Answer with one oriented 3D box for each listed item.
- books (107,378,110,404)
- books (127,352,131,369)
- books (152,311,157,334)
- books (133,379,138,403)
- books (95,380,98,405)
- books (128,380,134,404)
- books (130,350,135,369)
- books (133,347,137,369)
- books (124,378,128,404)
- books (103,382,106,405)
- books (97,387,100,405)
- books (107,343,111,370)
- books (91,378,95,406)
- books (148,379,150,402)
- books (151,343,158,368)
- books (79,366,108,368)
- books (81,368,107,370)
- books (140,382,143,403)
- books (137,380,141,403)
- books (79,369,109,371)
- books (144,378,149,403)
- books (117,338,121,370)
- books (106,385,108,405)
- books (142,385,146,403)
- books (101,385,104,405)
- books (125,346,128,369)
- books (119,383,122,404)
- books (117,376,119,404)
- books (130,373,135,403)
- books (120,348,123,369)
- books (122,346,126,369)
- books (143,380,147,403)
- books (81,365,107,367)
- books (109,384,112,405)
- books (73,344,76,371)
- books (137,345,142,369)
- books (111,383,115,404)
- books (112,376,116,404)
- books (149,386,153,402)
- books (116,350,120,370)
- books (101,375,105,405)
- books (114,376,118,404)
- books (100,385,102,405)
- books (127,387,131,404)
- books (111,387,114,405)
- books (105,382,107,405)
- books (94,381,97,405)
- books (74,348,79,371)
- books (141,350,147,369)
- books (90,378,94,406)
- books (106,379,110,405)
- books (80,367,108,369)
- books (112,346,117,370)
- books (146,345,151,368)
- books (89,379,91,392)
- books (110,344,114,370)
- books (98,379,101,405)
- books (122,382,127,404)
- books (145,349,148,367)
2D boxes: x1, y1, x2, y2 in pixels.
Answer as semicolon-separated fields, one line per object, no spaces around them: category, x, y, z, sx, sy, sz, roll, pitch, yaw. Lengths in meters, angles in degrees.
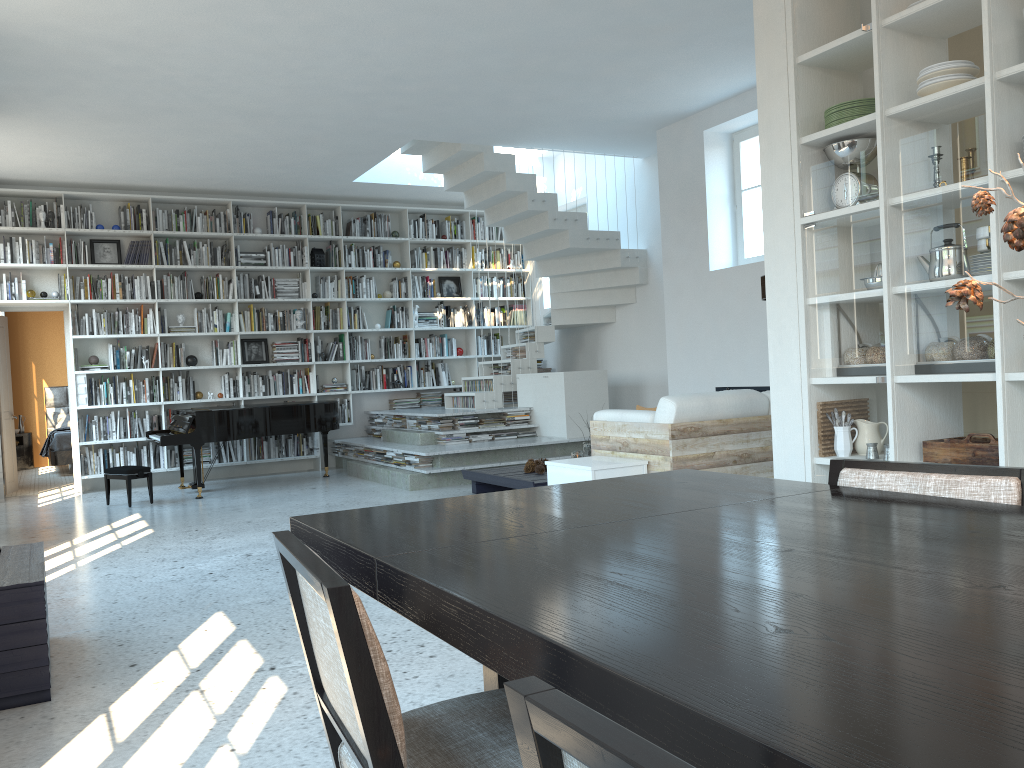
books;-4.305;0.078;9.467;0.007;0.286;0.182;-4;1;-28
books;-4.137;-0.250;9.553;0.029;0.190;0.189;-4;1;-28
books;-3.921;-0.665;9.706;0.036;0.257;0.123;-4;1;-28
books;-4.074;0.078;9.595;0.028;0.260;0.181;-4;1;-28
books;-4.412;0.096;9.420;0.007;0.264;0.176;-4;1;-28
books;-4.119;0.084;9.583;0.026;0.254;0.176;-4;1;-28
books;-4.116;-0.263;9.602;0.056;0.214;0.142;-4;1;-28
books;-4.086;-0.279;9.618;0.013;0.242;0.141;-4;1;-28
books;-4.162;0.072;9.559;0.014;0.282;0.150;-4;1;-28
books;-4.350;0.102;9.459;0.014;0.243;0.171;-4;1;-28
books;-4.391;0.132;9.413;0.019;0.189;0.193;-4;1;-28
books;-4.308;-0.288;9.486;0.012;0.285;0.159;-4;1;-28
books;-4.447;0.082;9.414;0.014;0.294;0.171;-4;1;-28
books;-3.970;0.072;9.672;0.013;0.260;0.142;-4;1;-28
books;-3.900;-0.306;9.662;0.082;0.276;0.228;-4;1;-28
books;-4.441;-0.180;9.417;0.285;0.012;0.159;-3;1;-24
books;-4.443;-0.156;9.424;0.254;0.012;0.161;-3;1;-27
books;-4.034;0.091;9.638;0.025;0.229;0.153;-4;1;-28
books;-4.051;0.082;9.612;0.028;0.249;0.159;-4;1;-28
books;-4.440;-0.144;9.420;0.285;0.012;0.159;-3;1;-25
books;-3.976;0.070;9.647;0.021;0.265;0.185;-4;1;-28
books;-4.230;-0.318;9.540;0.011;0.336;0.153;-4;1;-28
books;-4.336;0.117;9.486;0.016;0.211;0.146;-4;1;-28
books;-4.013;0.107;9.652;0.023;0.194;0.140;-4;1;-28
books;-4.364;0.116;9.444;0.015;0.217;0.180;-4;1;-28
books;-4.163;-0.279;9.554;0.011;0.250;0.172;-4;1;-28
books;-4.219;0.101;9.549;0.045;0.230;0.138;-4;1;-28
books;-4.237;0.064;9.519;0.012;0.306;0.189;-4;1;-28
books;-4.101;0.048;9.590;0.021;0.323;0.172;-4;1;-28
books;-4.212;-0.267;9.556;0.030;0.231;0.148;-4;1;-28
books;-4.186;-0.277;9.563;0.022;0.249;0.129;-4;1;-28
books;-3.997;0.080;9.655;0.010;0.246;0.160;-4;1;-28
books;-4.445;-0.192;9.423;0.254;0.012;0.161;-3;1;-27
books;-4.297;0.112;9.478;0.015;0.219;0.190;-4;1;-28
books;-4.613;-0.270;9.337;0.012;0.285;0.159;-4;1;-28
books;-4.047;-0.288;9.622;0.060;0.255;0.158;-4;1;-28
books;-4.283;0.104;9.520;0.016;0.231;0.136;-4;1;-28
books;-4.274;0.070;9.526;0.009;0.299;0.141;-4;1;-28
books;-3.944;0.110;9.685;0.041;0.181;0.141;-4;1;-28
books;-4.228;-0.254;9.503;0.029;0.208;0.189;-4;1;-28
books;-4.362;0.067;9.455;0.006;0.315;0.145;-4;1;-28
books;-4.245;0.068;9.501;0.019;0.300;0.180;-4;1;-28
books;-4.383;0.117;9.448;0.015;0.218;0.176;-4;1;-28
books;-4.136;0.121;9.562;0.029;0.181;0.190;-4;1;-28
books;-4.280;0.126;9.482;0.016;0.189;0.183;-4;1;-28
books;-4.333;0.101;9.452;0.009;0.244;0.184;-4;1;-28
books;-4.434;0.100;9.430;0.022;0.257;0.141;-4;1;-28
books;-4.590;-0.250;9.338;0.028;0.243;0.156;-4;1;-28
books;-4.003;-0.266;9.637;0.030;0.207;0.172;-4;1;-28
books;-4.464;0.085;9.413;0.016;0.289;0.152;-4;1;-28
books;-4.323;0.083;9.484;0.009;0.278;0.157;-4;1;-28
books;-4.442;-0.168;9.420;0.254;0.012;0.161;-3;1;-31
books;-4.270;-0.275;9.514;0.031;0.255;0.143;-4;1;-28
books;-3.963;-0.291;9.673;0.021;0.251;0.154;-4;1;-28
books;-4.475;0.088;9.409;0.008;0.285;0.159;-4;1;-28
books;-4.291;-0.283;9.494;0.024;0.273;0.150;-4;1;-28
books;-4.392;0.086;9.436;0.008;0.280;0.164;-4;1;-28
books;-4.179;0.099;9.551;0.027;0.230;0.159;-4;1;-28
books;-3.982;-0.269;9.660;0.027;0.209;0.143;-4;1;-28
